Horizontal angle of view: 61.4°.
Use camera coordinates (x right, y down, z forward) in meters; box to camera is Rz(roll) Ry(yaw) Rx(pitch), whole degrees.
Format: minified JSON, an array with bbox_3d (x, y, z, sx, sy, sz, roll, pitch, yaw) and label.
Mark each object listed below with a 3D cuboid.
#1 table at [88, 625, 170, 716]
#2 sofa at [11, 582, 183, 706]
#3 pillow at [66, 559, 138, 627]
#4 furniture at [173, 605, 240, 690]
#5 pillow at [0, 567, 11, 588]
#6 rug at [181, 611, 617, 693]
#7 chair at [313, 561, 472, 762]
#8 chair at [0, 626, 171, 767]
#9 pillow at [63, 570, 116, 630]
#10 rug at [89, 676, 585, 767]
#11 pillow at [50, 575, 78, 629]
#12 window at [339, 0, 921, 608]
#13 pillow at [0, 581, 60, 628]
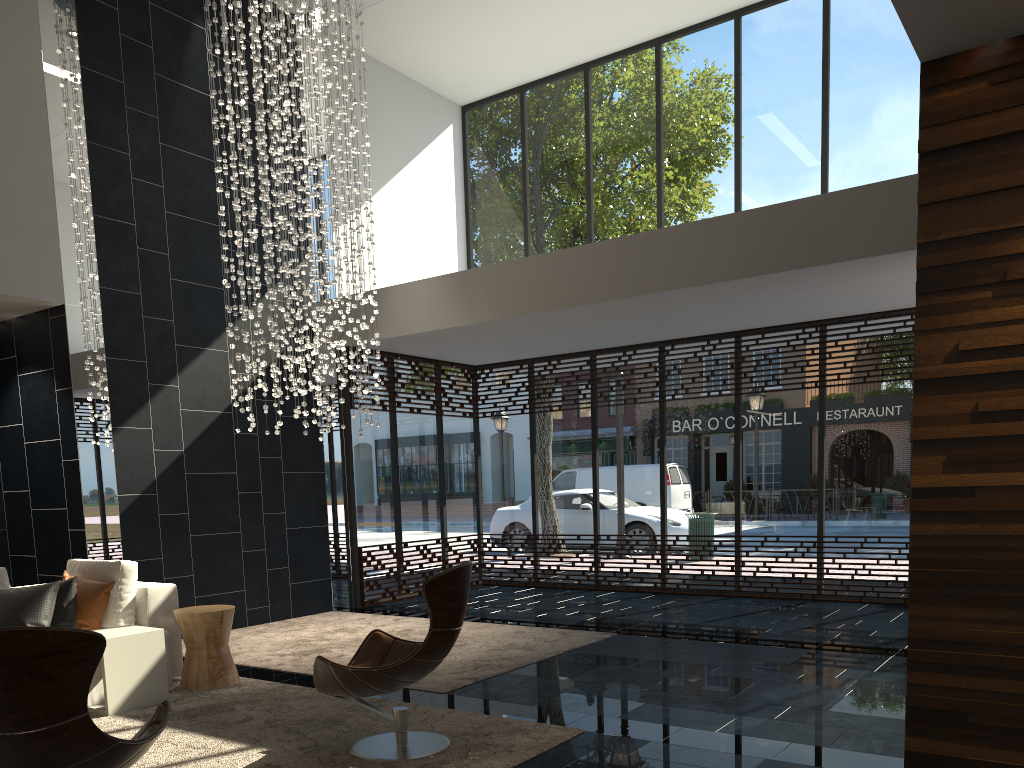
[{"bbox_3d":[-2.421,1.749,5.302,0.400,0.471,0.396,-1,1,35],"label":"table"},{"bbox_3d":[-3.411,1.634,5.023,1.295,0.687,2.835,-4,-6,35],"label":"sofa"},{"bbox_3d":[-2.809,1.420,5.876,0.714,0.464,0.215,-4,2,36],"label":"pillow"},{"bbox_3d":[-2.057,1.773,5.823,0.391,0.527,0.389,-3,2,-20],"label":"furniture"},{"bbox_3d":[-3.495,1.390,5.397,0.290,0.440,0.714,0,-1,36],"label":"pillow"},{"bbox_3d":[-1.170,2.182,7.305,3.428,0.006,2.324,-7,-8,34],"label":"rug"},{"bbox_3d":[-0.564,1.333,4.263,0.789,0.941,0.667,-2,2,2],"label":"chair"},{"bbox_3d":[-1.461,1.193,2.840,0.672,0.940,0.785,-3,2,-28],"label":"chair"},{"bbox_3d":[-2.861,1.441,5.684,0.521,0.418,0.265,-3,2,30],"label":"pillow"},{"bbox_3d":[-2.955,1.946,4.833,5.921,0.006,3.196,-7,-8,34],"label":"rug"},{"bbox_3d":[-3.009,1.443,5.548,0.554,0.421,0.251,-2,3,3],"label":"pillow"},{"bbox_3d":[1.356,-0.767,8.331,6.155,6.092,2.317,-2,4,34],"label":"window"},{"bbox_3d":[-3.104,1.430,5.394,0.505,0.370,0.296,-2,1,-6],"label":"pillow"}]
